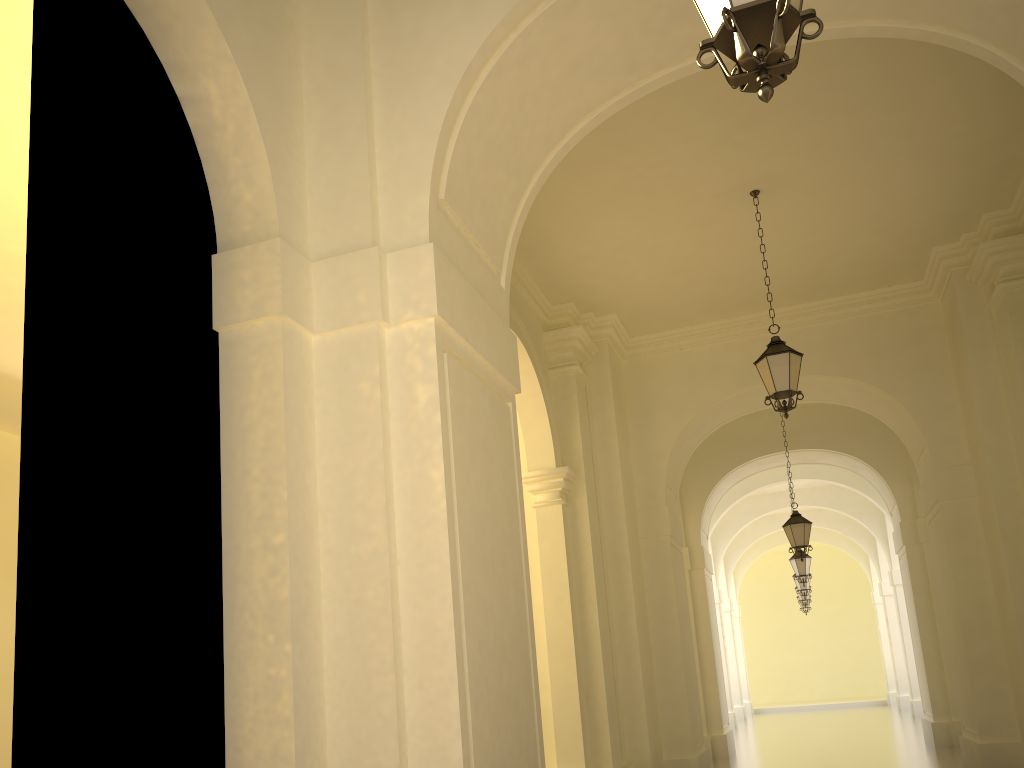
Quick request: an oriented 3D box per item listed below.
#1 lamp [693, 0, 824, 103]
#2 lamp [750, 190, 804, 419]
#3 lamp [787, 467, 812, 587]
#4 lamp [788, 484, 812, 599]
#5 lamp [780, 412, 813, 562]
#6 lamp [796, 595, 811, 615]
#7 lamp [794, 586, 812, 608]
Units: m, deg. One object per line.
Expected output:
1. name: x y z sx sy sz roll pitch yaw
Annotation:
1. lamp: 0.674 -2.452 3.058 0.442 3.210 0.526 -2 -12 -12
2. lamp: 2.714 -0.856 9.202 0.514 2.488 0.452 6 -15 -42
3. lamp: 6.410 2.978 19.894 0.513 3.210 0.453 -8 -12 17
4. lamp: 7.652 4.154 23.539 0.513 3.210 0.453 -8 -12 17
5. lamp: 4.800 1.454 15.168 0.442 3.210 0.526 -2 -12 -12
6. lamp: 10.084 6.456 30.678 0.513 3.210 0.453 -8 -12 17
7. lamp: 8.872 5.309 27.119 0.513 3.210 0.453 -8 -12 17
